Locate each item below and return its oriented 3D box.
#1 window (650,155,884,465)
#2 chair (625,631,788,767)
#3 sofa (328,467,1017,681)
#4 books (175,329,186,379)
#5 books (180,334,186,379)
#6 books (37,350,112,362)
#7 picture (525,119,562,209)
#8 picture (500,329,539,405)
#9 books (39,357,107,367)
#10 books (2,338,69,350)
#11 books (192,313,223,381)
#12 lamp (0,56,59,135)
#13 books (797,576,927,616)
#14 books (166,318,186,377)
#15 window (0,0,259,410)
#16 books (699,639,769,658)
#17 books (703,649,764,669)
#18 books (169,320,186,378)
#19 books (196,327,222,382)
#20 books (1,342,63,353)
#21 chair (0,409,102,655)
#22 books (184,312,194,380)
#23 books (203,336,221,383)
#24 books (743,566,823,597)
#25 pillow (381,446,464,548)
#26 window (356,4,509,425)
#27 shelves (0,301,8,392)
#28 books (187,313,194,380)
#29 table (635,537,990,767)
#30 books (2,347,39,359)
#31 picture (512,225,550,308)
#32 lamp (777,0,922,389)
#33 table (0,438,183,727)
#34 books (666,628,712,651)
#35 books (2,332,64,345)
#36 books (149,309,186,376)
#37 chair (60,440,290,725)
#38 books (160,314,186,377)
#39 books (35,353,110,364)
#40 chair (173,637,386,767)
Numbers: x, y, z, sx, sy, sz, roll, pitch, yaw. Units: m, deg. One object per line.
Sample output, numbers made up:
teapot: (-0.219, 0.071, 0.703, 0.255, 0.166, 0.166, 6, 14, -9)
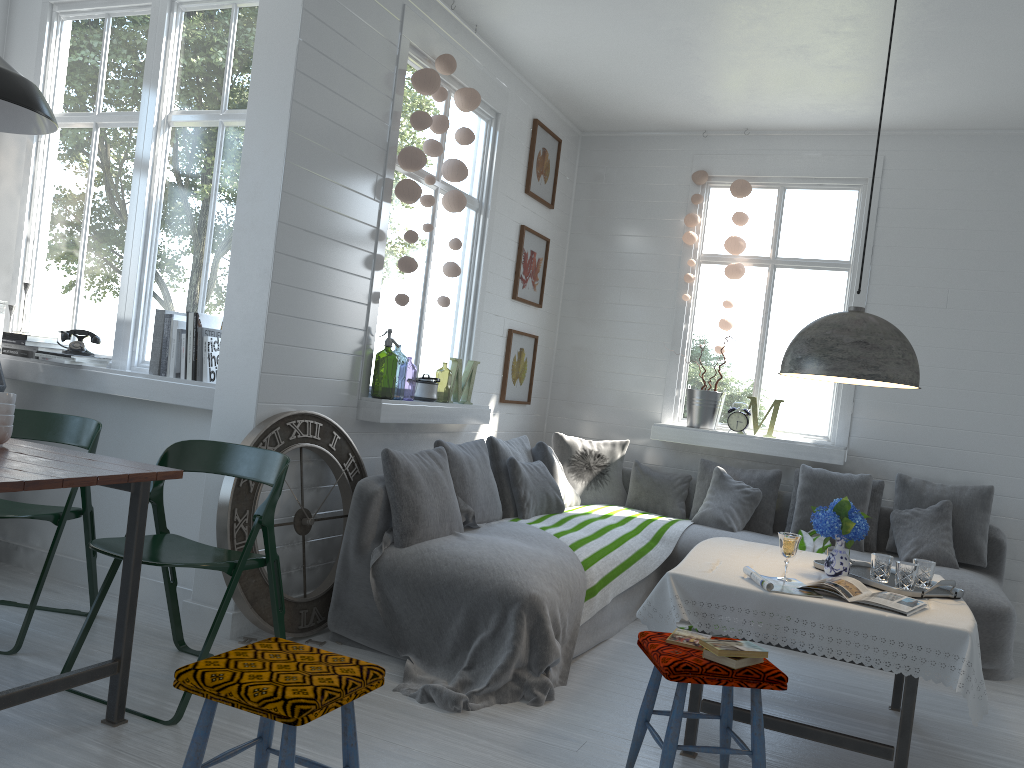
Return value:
window: (2.015, -0.653, 7.063, 1.481, 2.399, 0.379, 7, 1, 24)
chair: (0.659, 1.209, 3.106, 0.419, 0.563, 0.419, 7, 1, -6)
sofa: (1.265, 1.164, 5.376, 3.404, 0.899, 3.396, 7, 0, 23)
books: (-1.697, -0.151, 4.643, 0.056, 0.262, 0.137, 7, 1, 24)
books: (-1.671, -0.137, 4.627, 0.054, 0.240, 0.122, 7, 1, 24)
books: (-2.443, -0.156, 4.951, 0.310, 0.014, 0.250, 7, 0, 30)
picture: (0.258, -1.760, 7.143, 0.036, 0.580, 0.556, 7, 1, 24)
picture: (0.064, -0.128, 7.171, 0.036, 0.580, 0.556, 7, 1, 24)
books: (-2.449, -0.124, 4.942, 0.313, 0.017, 0.232, 7, 0, 39)
books: (-2.744, -0.232, 5.085, 0.320, 0.028, 0.262, 7, 0, 34)
books: (-1.587, -0.185, 4.633, 0.063, 0.354, 0.204, 7, 1, 24)
lamp: (-1.868, -1.718, 3.104, 0.649, 1.499, 0.650, 7, 1, 20)
books: (1.395, 0.829, 3.533, 0.422, 0.049, 0.300, 7, 0, 38)
books: (-1.737, -0.183, 4.696, 0.025, 0.315, 0.199, 7, 1, 24)
window: (-2.066, -1.142, 4.871, 1.871, 2.399, 0.254, 7, 1, 24)
books: (0.749, 0.891, 2.999, 0.189, 0.022, 0.133, 7, 0, -15)
books: (0.750, 0.918, 2.999, 0.182, 0.030, 0.128, 7, 0, -44)
books: (-1.717, -0.175, 4.688, 0.040, 0.305, 0.194, 7, 1, 24)
books: (-1.567, -0.146, 4.609, 0.061, 0.283, 0.166, 7, 1, 24)
books: (-2.743, -0.204, 5.121, 0.299, 0.028, 0.237, 7, 0, 22)
chair: (-2.340, 0.638, 4.110, 0.651, 1.007, 0.730, 7, 1, 4)
books: (-1.638, -0.191, 4.650, 0.049, 0.355, 0.194, 7, 1, 24)
books: (-1.537, -0.121, 4.595, 0.058, 0.240, 0.148, 7, 1, 24)
books: (1.091, 0.799, 3.588, 0.229, 0.043, 0.300, 7, 0, -2)
pillow: (-0.469, 0.611, 4.785, 0.278, 0.522, 0.639, 7, 0, 23)
window: (-0.431, -0.946, 5.762, 0.253, 2.399, 1.483, 7, 1, 24)
shelves: (-3.218, 0.257, 4.783, 0.678, 1.516, 0.513, 7, 1, 24)
books: (-1.615, -0.187, 4.644, 0.070, 0.353, 0.194, 7, 1, 24)
table: (1.352, 1.210, 4.013, 1.326, 0.725, 1.671, 7, 0, 25)
books: (-2.734, -0.169, 5.125, 0.320, 0.040, 0.237, 7, 0, 26)
picture: (0.160, -0.936, 7.157, 0.036, 0.580, 0.556, 7, 1, 24)
lamp: (1.609, -1.027, 3.916, 0.601, 2.045, 0.600, 7, 1, -6)
table: (-2.264, 0.670, 3.177, 1.694, 0.930, 1.171, 7, 0, 21)
books: (0.635, 0.914, 3.177, 0.133, 0.012, 0.189, 7, 0, 21)
books: (-2.761, -0.264, 5.065, 0.296, 0.035, 0.236, 7, 0, 26)
books: (-1.821, -0.211, 4.730, 0.065, 0.351, 0.195, 7, 1, 24)
chair: (-1.333, 0.758, 3.669, 0.651, 1.007, 0.731, 7, 1, 24)
books: (-1.767, -0.196, 4.703, 0.060, 0.333, 0.187, 7, 1, 24)
books: (-2.451, -0.141, 4.945, 0.307, 0.017, 0.232, 7, 0, 22)
chair: (-0.656, 1.052, 2.442, 0.419, 0.563, 0.419, 7, 1, 24)
